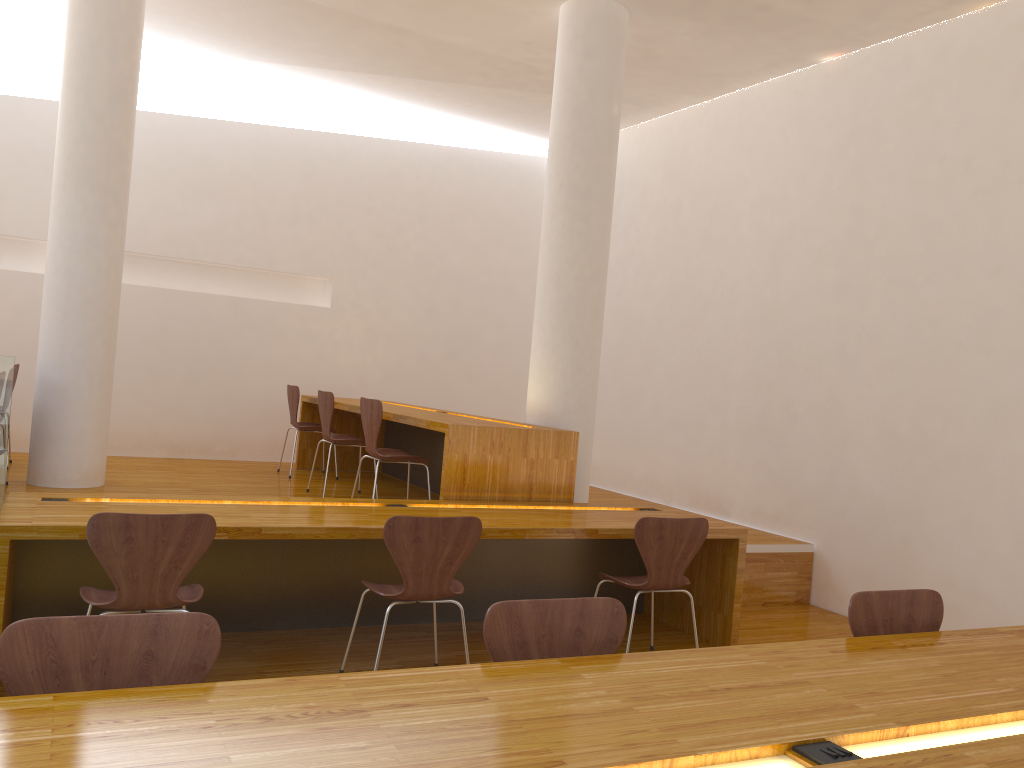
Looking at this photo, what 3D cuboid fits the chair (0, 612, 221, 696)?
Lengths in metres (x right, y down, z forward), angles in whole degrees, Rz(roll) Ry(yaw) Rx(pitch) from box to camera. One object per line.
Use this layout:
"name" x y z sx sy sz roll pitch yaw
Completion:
"chair" -0.708 0.794 1.541 0.428 0.693 0.381 5 0 -27

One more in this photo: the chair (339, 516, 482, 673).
"chair" -0.386 0.827 3.434 0.428 0.693 0.381 5 0 -27

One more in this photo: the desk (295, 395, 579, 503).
"desk" -0.709 0.476 6.032 0.760 0.606 3.185 5 0 -27

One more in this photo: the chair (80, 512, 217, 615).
"chair" -1.252 0.752 3.000 0.428 0.693 0.381 5 0 -27

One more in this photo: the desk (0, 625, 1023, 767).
"desk" 0.533 1.104 1.487 3.236 0.918 1.285 5 0 -27

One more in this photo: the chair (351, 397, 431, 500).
"chair" -0.663 0.438 4.995 0.381 0.693 0.428 5 0 -27

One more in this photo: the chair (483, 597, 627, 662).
"chair" 0.158 0.869 1.975 0.428 0.693 0.381 5 0 -27

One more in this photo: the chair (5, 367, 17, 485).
"chair" -2.990 0.240 4.915 0.381 0.693 0.428 5 0 -27

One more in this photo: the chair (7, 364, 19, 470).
"chair" -3.523 0.198 5.898 0.381 0.693 0.428 5 0 -27

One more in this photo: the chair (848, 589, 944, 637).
"chair" 1.172 0.956 2.440 0.428 0.693 0.381 5 0 -27

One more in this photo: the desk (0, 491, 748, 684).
"desk" -0.465 0.870 3.942 3.185 0.606 0.760 5 0 -27

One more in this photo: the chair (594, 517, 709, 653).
"chair" 0.594 0.912 3.968 0.428 0.693 0.381 5 0 -27

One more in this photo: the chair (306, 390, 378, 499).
"chair" -1.096 0.404 5.864 0.381 0.693 0.428 5 0 -27

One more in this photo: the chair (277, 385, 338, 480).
"chair" -1.560 0.367 6.882 0.381 0.693 0.428 5 0 -27
